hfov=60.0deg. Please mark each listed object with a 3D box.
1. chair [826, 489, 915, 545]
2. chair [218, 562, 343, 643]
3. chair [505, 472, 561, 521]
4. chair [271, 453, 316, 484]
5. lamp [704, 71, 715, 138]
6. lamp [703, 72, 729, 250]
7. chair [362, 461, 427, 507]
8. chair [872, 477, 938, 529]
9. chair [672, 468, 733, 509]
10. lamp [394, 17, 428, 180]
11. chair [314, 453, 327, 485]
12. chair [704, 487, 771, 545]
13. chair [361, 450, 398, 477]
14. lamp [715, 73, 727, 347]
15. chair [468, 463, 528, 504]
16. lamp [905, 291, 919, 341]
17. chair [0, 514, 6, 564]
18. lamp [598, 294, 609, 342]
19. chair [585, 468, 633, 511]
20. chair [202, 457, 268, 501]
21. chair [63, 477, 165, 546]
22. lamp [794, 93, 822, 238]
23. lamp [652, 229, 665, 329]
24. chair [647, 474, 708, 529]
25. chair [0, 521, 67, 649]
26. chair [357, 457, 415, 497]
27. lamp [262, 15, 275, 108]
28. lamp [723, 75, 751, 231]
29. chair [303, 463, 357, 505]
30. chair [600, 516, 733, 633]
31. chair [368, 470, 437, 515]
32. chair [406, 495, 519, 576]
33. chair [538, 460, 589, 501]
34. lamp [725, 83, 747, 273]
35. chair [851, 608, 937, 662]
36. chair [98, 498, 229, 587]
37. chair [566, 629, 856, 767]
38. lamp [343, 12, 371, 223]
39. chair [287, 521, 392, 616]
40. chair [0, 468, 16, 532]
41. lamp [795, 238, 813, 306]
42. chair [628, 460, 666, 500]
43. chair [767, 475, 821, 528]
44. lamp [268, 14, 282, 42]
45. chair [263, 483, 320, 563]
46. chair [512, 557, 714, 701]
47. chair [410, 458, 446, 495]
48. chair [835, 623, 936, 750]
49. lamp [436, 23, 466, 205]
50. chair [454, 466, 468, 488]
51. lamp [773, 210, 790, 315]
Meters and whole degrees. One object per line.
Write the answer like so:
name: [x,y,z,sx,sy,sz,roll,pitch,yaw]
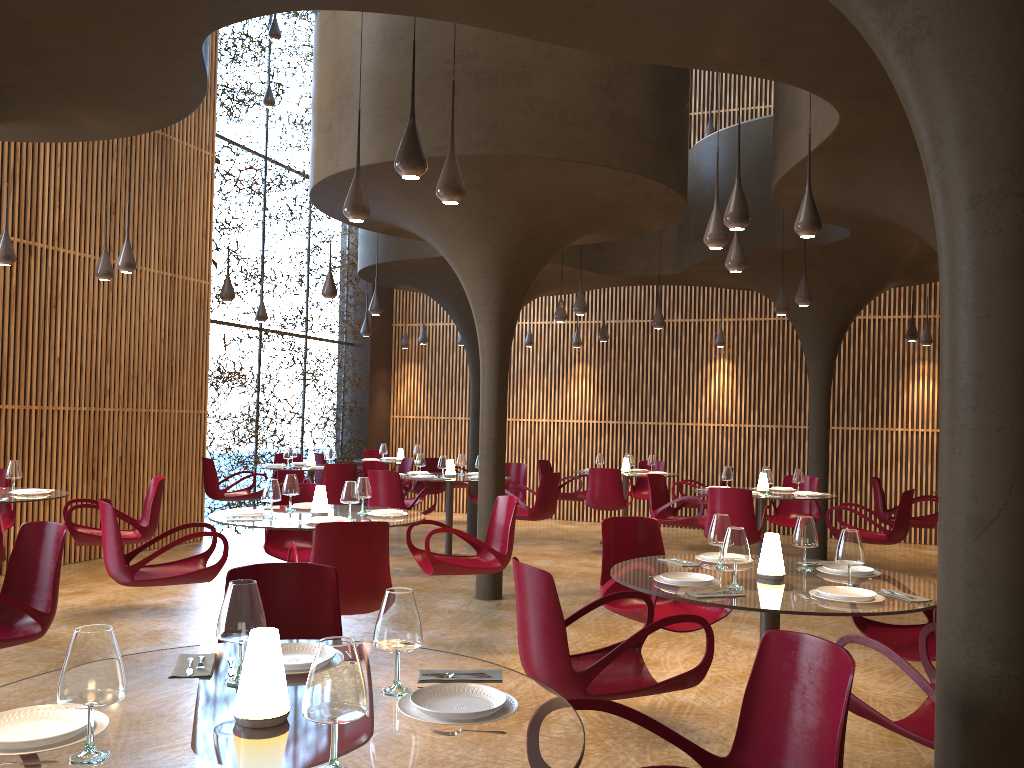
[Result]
chair: [4.038,1.473,9.953,0.872,0.636,0.625,0,-2,31]
chair: [-0.895,1.087,3.468,0.625,0.636,0.873,2,-2,-16]
chair: [0.190,1.433,11.395,0.872,0.636,0.625,0,-2,31]
chair: [-3.571,1.456,14.377,0.625,0.636,0.873,2,-2,-24]
lamp: [3.321,-5.525,14.725,0.196,2.960,0.196,1,-1,6]
lamp: [1.698,-4.213,7.084,0.196,6.274,0.196,2,-1,-44]
chair: [-1.725,1.432,12.588,0.872,0.636,0.625,0,-2,36]
chair: [5.229,1.576,11.746,0.872,0.636,0.625,1,-2,26]
chair: [2.935,1.590,13.567,0.872,0.636,0.625,1,-2,21]
lamp: [-0.513,-4.344,5.233,0.196,6.274,0.196,2,-1,-34]
chair: [-3.008,1.509,15.338,0.873,0.636,0.625,3,-2,-34]
chair: [2.432,1.419,9.619,0.625,0.636,0.873,1,-2,26]
chair: [-2.514,1.581,16.814,0.625,0.636,0.873,2,-2,-24]
lamp: [3.826,-3.802,15.968,0.196,6.274,0.196,1,-1,36]
chair: [-0.152,1.491,13.049,0.625,0.636,0.873,1,-2,31]
lamp: [6.403,-3.813,14.054,0.196,6.274,0.196,1,-1,36]
chair: [-4.305,1.138,6.918,0.625,0.636,0.873,2,-2,-34]
lamp: [1.677,-3.876,15.505,0.196,6.274,0.196,1,-1,36]
chair: [1.411,1.527,12.960,0.625,0.636,0.873,1,-2,16]
chair: [-4.065,1.384,12.901,0.873,0.636,0.625,3,-2,-34]
chair: [-3.791,1.214,8.475,0.873,0.636,0.625,2,-2,-29]
lamp: [2.257,-4.220,6.568,0.196,6.274,0.196,1,-1,6]
lamp: [2.247,-3.955,13.170,0.196,6.274,0.196,1,-1,36]
chair: [2.122,1.472,11.145,0.872,0.636,0.625,0,-2,36]
chair: [-2.842,1.086,4.696,0.625,0.636,0.873,0,-2,34]
chair: [-1.977,1.482,13.989,0.873,0.636,0.625,2,-2,-29]
lamp: [-3.712,-5.747,13.685,0.196,2.960,0.196,2,-1,-34]
lamp: [1.690,-4.242,6.383,0.196,6.274,0.196,1,-1,6]
chair: [-2.508,1.404,12.387,0.625,0.636,0.873,2,-2,-29]
chair: [0.949,1.227,5.773,0.625,0.636,0.873,2,-2,-24]
chair: [-1.415,1.378,11.062,0.625,0.636,0.873,1,-2,26]
chair: [-0.381,1.257,7.368,0.873,0.636,0.625,2,-2,-21]
chair: [0.841,1.571,14.409,0.872,0.636,0.625,1,-2,26]
lamp: [2.123,-4.160,8.141,0.196,6.274,0.196,2,-1,-34]
chair: [2.499,1.239,5.104,0.873,0.636,0.625,2,-2,-24]
chair: [-2.597,1.168,6.575,0.873,0.636,0.625,2,-2,-26]
chair: [0.546,1.088,2.589,0.873,0.636,0.625,2,-2,-16]
lamp: [-1.039,-4.310,6.424,0.196,6.274,0.196,1,-1,26]
chair: [-1.125,1.177,5.853,0.625,0.636,0.873,2,-2,-21]
chair: [-5.394,1.194,9.006,0.625,0.636,0.873,2,-2,-29]
lamp: [3.451,-4.040,10.284,0.196,6.274,0.196,2,-1,-34]
chair: [2.311,1.637,15.136,0.625,0.636,0.873,1,-2,21]
chair: [3.696,1.531,11.606,0.625,0.636,0.873,1,-2,31]
lamp: [-3.445,-6.135,12.978,0.196,2.223,0.196,2,-1,-34]
chair: [-1.907,1.242,7.970,0.625,0.636,0.873,2,-2,-16]
chair: [0.424,1.151,4.219,0.873,0.636,0.625,2,-2,-19]
chair: [-1.450,1.529,14.823,0.625,0.636,0.873,2,-2,-29]
chair: [1.851,1.162,3.597,0.625,0.636,0.873,2,-2,-29]
lamp: [-0.321,-4.316,5.820,0.196,6.274,0.196,1,-1,26]
chair: [-0.920,1.606,16.426,0.873,0.636,0.625,2,-2,-29]
lamp: [3.468,-4.003,11.186,0.196,6.274,0.196,2,-1,-34]
